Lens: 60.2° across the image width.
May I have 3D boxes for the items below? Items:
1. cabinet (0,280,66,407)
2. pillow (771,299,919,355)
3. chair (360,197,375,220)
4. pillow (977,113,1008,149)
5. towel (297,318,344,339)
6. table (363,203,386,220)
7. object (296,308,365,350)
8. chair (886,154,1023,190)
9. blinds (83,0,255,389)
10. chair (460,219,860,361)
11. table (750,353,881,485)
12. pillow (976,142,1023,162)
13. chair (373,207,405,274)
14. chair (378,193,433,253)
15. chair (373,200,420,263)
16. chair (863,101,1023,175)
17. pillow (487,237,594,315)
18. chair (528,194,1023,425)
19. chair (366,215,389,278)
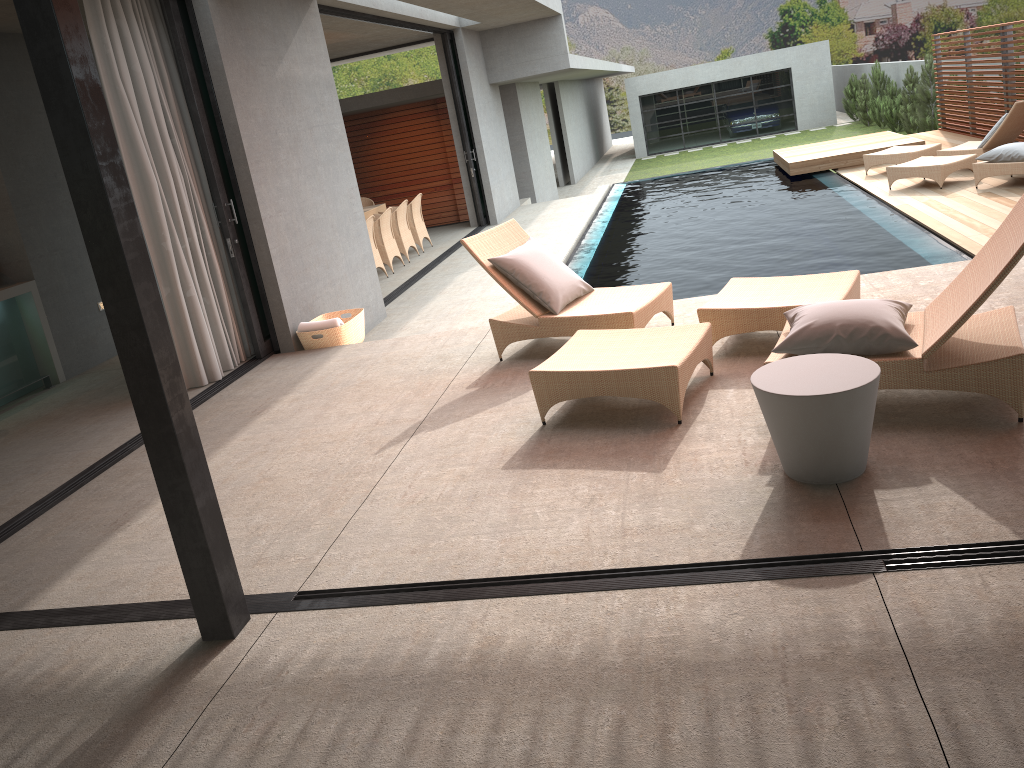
[{"bbox_3d":[-4.686,0.278,5.666,0.798,0.882,4.215,-7,17,13],"label":"cabinet"},{"bbox_3d":[1.515,-0.271,4.032,0.592,0.191,0.609,-3,18,23],"label":"pillow"},{"bbox_3d":[-2.526,-2.610,14.581,0.616,0.848,0.644,-8,15,13],"label":"chair"},{"bbox_3d":[6.276,-3.256,11.226,0.615,0.419,0.430,-19,17,-28],"label":"pillow"},{"bbox_3d":[-1.521,-0.398,7.274,0.368,0.306,0.316,-7,16,13],"label":"towel"},{"bbox_3d":[-2.838,-1.879,12.619,1.276,0.743,3.331,-7,17,13],"label":"table"},{"bbox_3d":[-1.488,-0.394,7.430,0.445,0.295,0.695,-7,17,12],"label":"object"},{"bbox_3d":[5.555,-2.757,10.310,0.707,0.812,2.317,-18,18,-25],"label":"chair"},{"bbox_3d":[-2.522,-1.471,6.541,0.229,2.881,0.903,-9,14,10],"label":"blinds"},{"bbox_3d":[0.874,-0.659,5.468,2.291,0.812,0.715,0,18,31],"label":"chair"},{"bbox_3d":[1.195,0.144,3.439,0.475,0.386,0.484,-12,16,-5],"label":"table"},{"bbox_3d":[5.699,-2.632,10.015,0.602,0.191,0.598,-20,19,-29],"label":"pillow"},{"bbox_3d":[-1.861,-1.934,12.026,0.628,0.848,0.631,-8,15,13],"label":"chair"},{"bbox_3d":[-1.599,-2.425,13.432,0.628,0.848,0.631,-8,15,13],"label":"chair"},{"bbox_3d":[-1.730,-2.179,12.729,0.628,0.848,0.631,-8,15,13],"label":"chair"},{"bbox_3d":[5.901,-3.322,11.897,0.707,0.812,2.316,-18,18,-26],"label":"chair"},{"bbox_3d":[0.202,-0.722,5.841,0.426,0.419,0.621,-2,18,30],"label":"pillow"},{"bbox_3d":[1.220,-0.328,4.203,2.289,0.812,0.715,-2,17,27],"label":"chair"},{"bbox_3d":[-1.992,-1.688,11.323,0.628,0.848,0.631,-8,15,13],"label":"chair"}]
